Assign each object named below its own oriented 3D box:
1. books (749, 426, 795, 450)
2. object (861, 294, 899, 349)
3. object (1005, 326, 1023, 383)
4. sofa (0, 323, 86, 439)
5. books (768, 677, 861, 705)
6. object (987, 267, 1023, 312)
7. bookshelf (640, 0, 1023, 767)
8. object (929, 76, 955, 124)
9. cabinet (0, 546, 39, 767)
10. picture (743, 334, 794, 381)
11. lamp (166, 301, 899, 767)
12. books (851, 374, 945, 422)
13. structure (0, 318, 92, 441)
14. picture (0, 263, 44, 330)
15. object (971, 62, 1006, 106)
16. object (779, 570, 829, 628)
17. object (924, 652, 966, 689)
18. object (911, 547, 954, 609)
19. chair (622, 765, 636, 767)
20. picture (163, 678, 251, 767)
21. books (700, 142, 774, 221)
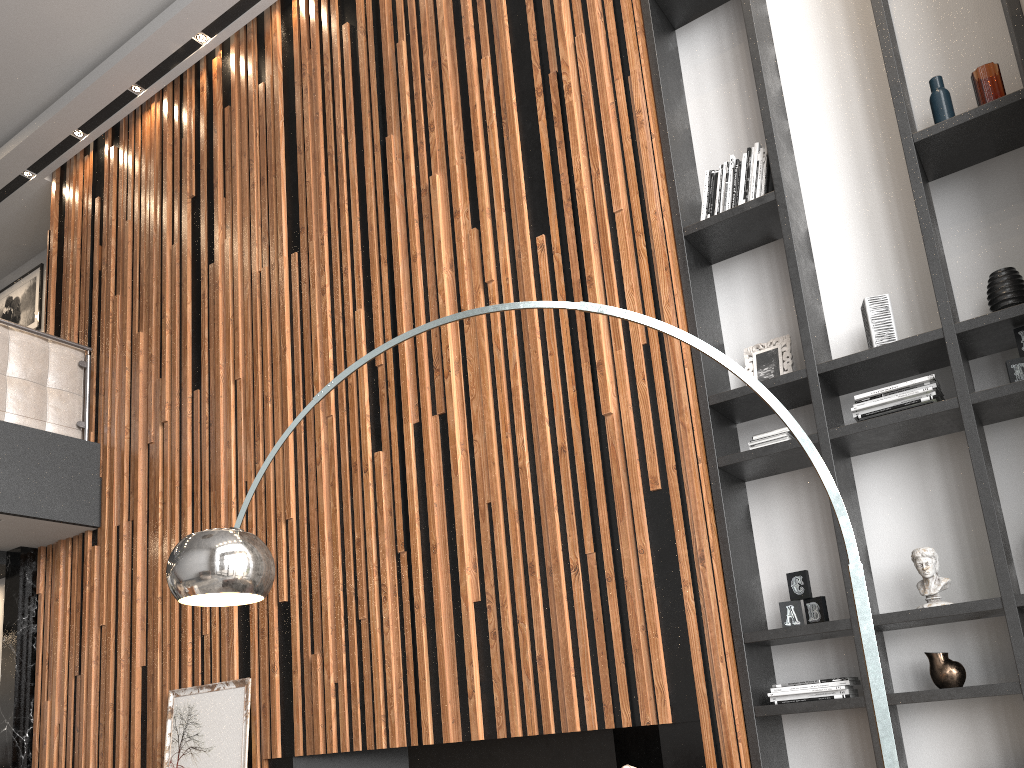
[{"bbox_3d":[1.140,0.264,3.736,0.178,0.069,0.336,-17,-25,29],"label":"books"},{"bbox_3d":[1.501,-0.221,3.564,0.104,0.249,0.108,-9,-16,12],"label":"object"},{"bbox_3d":[1.906,-0.104,3.196,0.192,0.224,0.060,-18,-19,34],"label":"object"},{"bbox_3d":[-4.572,0.101,5.965,2.331,0.750,2.338,-18,-25,30],"label":"sofa"},{"bbox_3d":[1.204,1.223,3.486,0.329,0.075,0.225,-18,-25,30],"label":"books"},{"bbox_3d":[1.894,-0.325,3.340,0.142,0.209,0.145,-12,-18,22],"label":"object"},{"bbox_3d":[1.438,-0.796,3.718,1.486,5.101,0.345,-15,-17,32],"label":"bookshelf"},{"bbox_3d":[1.742,-1.110,3.542,0.078,0.281,0.081,0,-16,-20],"label":"object"},{"bbox_3d":[-5.820,2.389,6.218,6.323,3.114,3.712,-18,-22,31],"label":"cabinet"},{"bbox_3d":[1.138,-0.071,3.865,0.220,0.260,0.117,-17,-19,33],"label":"picture"},{"bbox_3d":[-0.023,0.838,2.468,2.039,2.242,0.331,-8,-14,9],"label":"lamp"},{"bbox_3d":[1.533,0.095,3.476,0.329,0.123,0.224,-18,-24,30],"label":"books"},{"bbox_3d":[-5.547,-0.020,5.405,3.440,0.710,4.336,-18,-25,30],"label":"structure"},{"bbox_3d":[-4.702,-0.666,8.249,1.010,0.629,0.025,-18,-18,32],"label":"picture"},{"bbox_3d":[1.887,-1.133,3.450,0.102,0.220,0.106,-10,-16,17],"label":"object"},{"bbox_3d":[1.191,0.887,3.594,0.192,0.226,0.060,-16,-18,30],"label":"object"},{"bbox_3d":[1.623,1.066,3.271,0.102,0.137,0.104,1,-18,-19],"label":"object"},{"bbox_3d":[1.585,0.741,3.325,0.136,0.235,0.144,-1,-17,-16],"label":"object"},{"bbox_3d":[-0.214,1.485,2.201,1.489,0.863,1.502,6,-23,-29],"label":"chair"},{"bbox_3d":[-1.735,2.193,4.926,0.743,0.958,0.103,-16,-18,32],"label":"picture"},{"bbox_3d":[1.040,-0.871,3.987,0.374,0.287,0.190,-17,-20,31],"label":"books"}]
